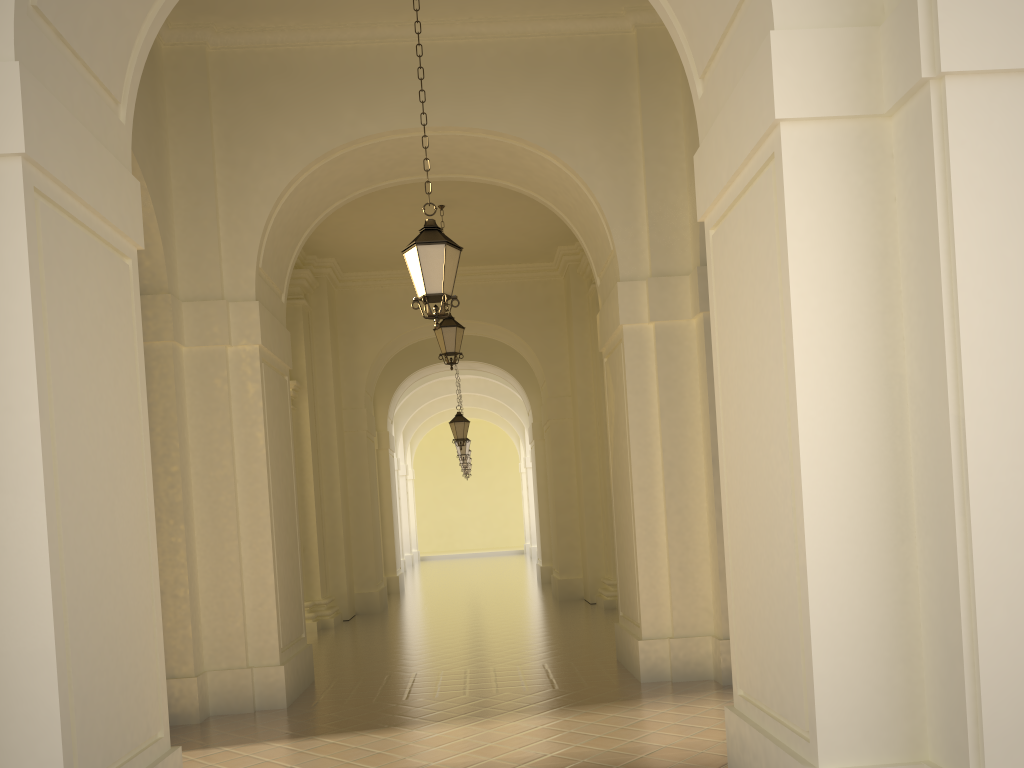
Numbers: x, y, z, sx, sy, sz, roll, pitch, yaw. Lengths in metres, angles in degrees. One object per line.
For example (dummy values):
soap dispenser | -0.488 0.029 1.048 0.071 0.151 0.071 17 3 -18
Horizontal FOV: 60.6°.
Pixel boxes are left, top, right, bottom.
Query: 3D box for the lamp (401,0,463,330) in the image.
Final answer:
lamp | -0.713 -2.088 7.103 0.440 3.312 0.512 -4 0 -33

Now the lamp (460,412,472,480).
lamp | -1.976 2.389 36.598 0.510 3.312 0.442 -4 0 -3

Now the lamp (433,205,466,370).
lamp | -1.015 -1.485 13.584 0.444 2.567 0.508 -3 0 27

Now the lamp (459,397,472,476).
lamp | -1.813 1.813 32.798 0.510 3.312 0.442 -4 0 -3

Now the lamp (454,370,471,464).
lamp | -1.482 0.641 25.082 0.510 3.312 0.442 -4 0 -3

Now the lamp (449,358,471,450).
lamp | -1.266 -0.125 20.036 0.440 3.312 0.512 -4 0 -33

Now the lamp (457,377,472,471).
lamp | -1.649 1.232 28.975 0.510 3.312 0.442 -4 0 -3
